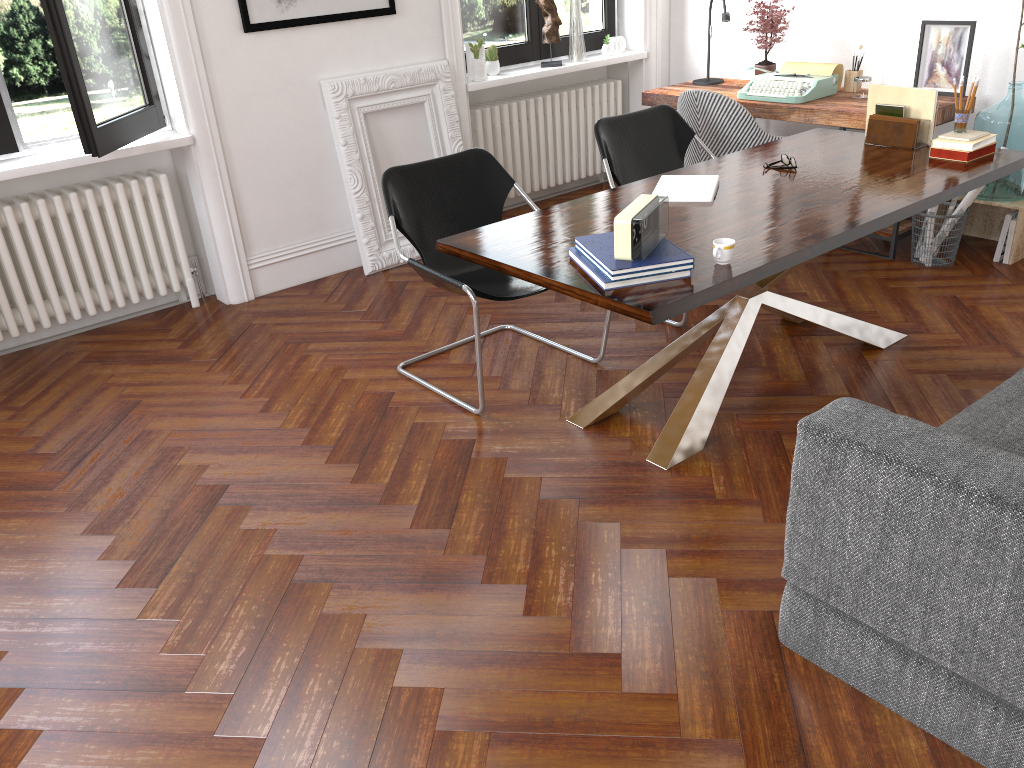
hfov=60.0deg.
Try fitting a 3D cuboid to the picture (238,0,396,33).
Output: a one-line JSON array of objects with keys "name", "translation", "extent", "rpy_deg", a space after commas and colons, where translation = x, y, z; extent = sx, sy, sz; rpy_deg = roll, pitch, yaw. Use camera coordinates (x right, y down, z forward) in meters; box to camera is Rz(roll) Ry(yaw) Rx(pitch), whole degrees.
[{"name": "picture", "translation": [-1.035, -2.484, 4.344], "extent": [0.879, 1.335, 0.035], "rpy_deg": [-23, 33, -32]}]

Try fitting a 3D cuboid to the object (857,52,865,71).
[{"name": "object", "translation": [1.962, -1.774, 5.030], "extent": [0.054, 0.209, 0.008], "rpy_deg": [14, 32, 31]}]

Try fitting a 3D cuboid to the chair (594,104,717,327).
[{"name": "chair", "translation": [0.837, -0.835, 4.277], "extent": [0.749, 0.880, 0.742], "rpy_deg": [-23, 32, -32]}]

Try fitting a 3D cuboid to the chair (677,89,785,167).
[{"name": "chair", "translation": [1.206, -1.208, 4.948], "extent": [0.713, 0.907, 0.545], "rpy_deg": [20, 36, 40]}]

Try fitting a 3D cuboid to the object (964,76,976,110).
[{"name": "object", "translation": [1.828, -1.132, 3.557], "extent": [0.038, 0.196, 0.008], "rpy_deg": [-9, 28, -9]}]

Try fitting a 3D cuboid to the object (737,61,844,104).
[{"name": "object", "translation": [1.562, -1.745, 5.095], "extent": [0.482, 0.150, 0.532], "rpy_deg": [-24, 32, -34]}]

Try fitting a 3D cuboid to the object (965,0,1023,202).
[{"name": "object", "translation": [2.613, -1.885, 4.082], "extent": [0.806, 2.076, 0.351], "rpy_deg": [12, 32, 30]}]

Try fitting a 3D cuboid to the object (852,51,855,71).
[{"name": "object", "translation": [1.939, -1.779, 5.046], "extent": [0.008, 0.209, 0.054], "rpy_deg": [4, 28, 16]}]

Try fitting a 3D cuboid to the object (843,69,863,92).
[{"name": "object", "translation": [1.944, -1.727, 5.052], "extent": [0.058, 0.114, 0.075], "rpy_deg": [-23, 33, -32]}]

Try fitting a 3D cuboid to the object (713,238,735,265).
[{"name": "object", "translation": [0.619, -0.390, 2.626], "extent": [0.082, 0.065, 0.064], "rpy_deg": [-12, 28, -15]}]

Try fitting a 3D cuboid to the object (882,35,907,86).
[{"name": "object", "translation": [2.090, -1.746, 4.850], "extent": [0.111, 0.305, 0.110], "rpy_deg": [-5, 27, 0]}]

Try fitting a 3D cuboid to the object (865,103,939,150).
[{"name": "object", "translation": [1.662, -1.111, 3.787], "extent": [0.149, 0.168, 0.227], "rpy_deg": [-23, 32, -33]}]

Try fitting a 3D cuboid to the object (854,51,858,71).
[{"name": "object", "translation": [1.950, -1.782, 5.050], "extent": [0.008, 0.209, 0.054], "rpy_deg": [17, 34, 35]}]

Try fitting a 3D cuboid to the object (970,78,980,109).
[{"name": "object", "translation": [1.829, -1.117, 3.526], "extent": [0.008, 0.197, 0.036], "rpy_deg": [-17, 29, -22]}]

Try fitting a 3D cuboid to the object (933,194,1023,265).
[{"name": "object", "translation": [2.533, -0.854, 4.709], "extent": [0.340, 0.319, 0.433], "rpy_deg": [-23, 32, -33]}]

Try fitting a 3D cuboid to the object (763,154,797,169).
[{"name": "object", "translation": [1.091, -0.906, 3.608], "extent": [0.132, 0.048, 0.113], "rpy_deg": [3, 27, 14]}]

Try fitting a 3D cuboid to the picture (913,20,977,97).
[{"name": "picture", "translation": [2.285, -1.725, 4.698], "extent": [0.022, 0.372, 0.281], "rpy_deg": [-24, 33, -33]}]

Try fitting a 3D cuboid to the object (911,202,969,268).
[{"name": "object", "translation": [2.195, -0.758, 4.590], "extent": [0.260, 0.307, 0.258], "rpy_deg": [4, 28, 16]}]

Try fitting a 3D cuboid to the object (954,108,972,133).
[{"name": "object", "translation": [1.813, -1.062, 3.573], "extent": [0.058, 0.092, 0.058], "rpy_deg": [16, 34, 35]}]

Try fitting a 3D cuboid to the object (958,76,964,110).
[{"name": "object", "translation": [1.803, -1.135, 3.565], "extent": [0.008, 0.197, 0.032], "rpy_deg": [-1, 27, 6]}]

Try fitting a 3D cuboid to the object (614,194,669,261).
[{"name": "object", "translation": [0.384, -0.463, 2.611], "extent": [0.082, 0.127, 0.273], "rpy_deg": [8, 29, 24]}]

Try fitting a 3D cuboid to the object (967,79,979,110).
[{"name": "object", "translation": [1.818, -1.110, 3.519], "extent": [0.008, 0.195, 0.049], "rpy_deg": [-11, 28, -12]}]

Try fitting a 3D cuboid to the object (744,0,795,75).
[{"name": "object", "translation": [1.543, -2.101, 5.389], "extent": [0.290, 0.533, 0.305], "rpy_deg": [-1, 27, 7]}]

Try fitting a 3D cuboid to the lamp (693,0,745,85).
[{"name": "lamp", "translation": [1.275, -2.141, 5.492], "extent": [0.207, 0.555, 0.438], "rpy_deg": [-11, 28, -12]}]

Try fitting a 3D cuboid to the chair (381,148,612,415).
[{"name": "chair", "translation": [-0.074, -0.449, 3.650], "extent": [0.749, 0.880, 0.742], "rpy_deg": [-23, 32, -32]}]

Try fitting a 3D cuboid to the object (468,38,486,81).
[{"name": "object", "translation": [-0.213, -1.969, 5.379], "extent": [0.098, 0.246, 0.102], "rpy_deg": [11, 31, 27]}]

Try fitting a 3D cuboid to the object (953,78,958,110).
[{"name": "object", "translation": [1.781, -1.124, 3.552], "extent": [0.049, 0.195, 0.008], "rpy_deg": [6, 29, 20]}]

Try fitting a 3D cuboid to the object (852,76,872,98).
[{"name": "object", "translation": [1.925, -1.632, 4.876], "extent": [0.093, 0.102, 0.093], "rpy_deg": [19, 35, 39]}]

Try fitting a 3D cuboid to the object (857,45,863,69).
[{"name": "object", "translation": [1.963, -1.795, 5.035], "extent": [0.028, 0.241, 0.023], "rpy_deg": [-25, 34, -35]}]

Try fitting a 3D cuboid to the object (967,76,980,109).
[{"name": "object", "translation": [1.834, -1.127, 3.548], "extent": [0.044, 0.195, 0.008], "rpy_deg": [-8, 27, -6]}]

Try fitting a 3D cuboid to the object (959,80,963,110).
[{"name": "object", "translation": [1.786, -1.112, 3.528], "extent": [0.049, 0.195, 0.008], "rpy_deg": [-21, 31, -29]}]
